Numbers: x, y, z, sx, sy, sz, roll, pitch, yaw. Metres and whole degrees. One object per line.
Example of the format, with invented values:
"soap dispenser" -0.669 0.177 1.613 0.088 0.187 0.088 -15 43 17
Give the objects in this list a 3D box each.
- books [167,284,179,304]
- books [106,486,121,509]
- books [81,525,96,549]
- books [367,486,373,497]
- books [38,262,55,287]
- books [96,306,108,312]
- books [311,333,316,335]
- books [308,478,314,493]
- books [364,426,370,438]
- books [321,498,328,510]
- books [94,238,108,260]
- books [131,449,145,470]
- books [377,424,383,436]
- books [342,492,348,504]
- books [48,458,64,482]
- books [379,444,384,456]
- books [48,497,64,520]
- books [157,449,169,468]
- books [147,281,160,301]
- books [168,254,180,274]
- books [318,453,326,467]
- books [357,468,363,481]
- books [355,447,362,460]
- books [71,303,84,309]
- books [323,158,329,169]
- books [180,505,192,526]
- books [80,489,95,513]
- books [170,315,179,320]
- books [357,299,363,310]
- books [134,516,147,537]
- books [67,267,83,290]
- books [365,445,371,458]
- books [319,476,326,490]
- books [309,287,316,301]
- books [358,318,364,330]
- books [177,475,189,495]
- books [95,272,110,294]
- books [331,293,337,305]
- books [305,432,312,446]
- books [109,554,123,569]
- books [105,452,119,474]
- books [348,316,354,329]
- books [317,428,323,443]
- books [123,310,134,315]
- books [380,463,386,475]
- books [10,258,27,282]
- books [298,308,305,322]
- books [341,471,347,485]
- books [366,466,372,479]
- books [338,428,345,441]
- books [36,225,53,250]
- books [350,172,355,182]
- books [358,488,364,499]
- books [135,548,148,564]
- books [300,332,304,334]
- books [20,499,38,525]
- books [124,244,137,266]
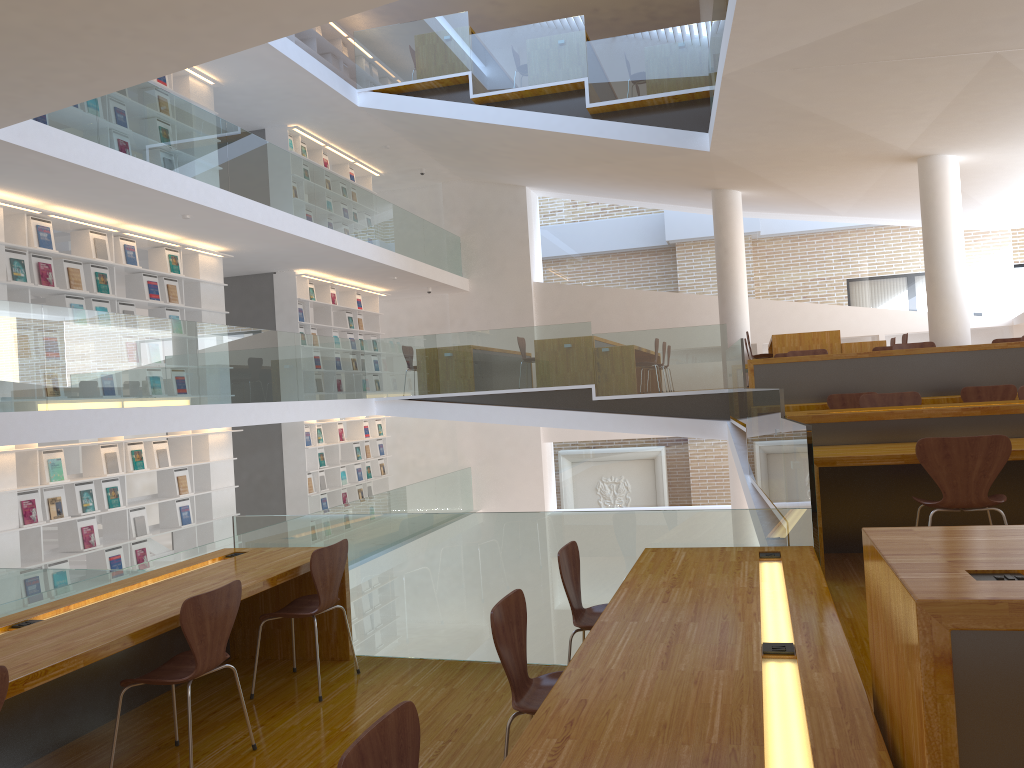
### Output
"books" -3.668 -0.968 9.592 0.037 0.210 0.145 -4 -1 15
"books" -3.827 1.094 8.516 0.037 0.210 0.145 -4 -1 15
"books" -3.903 1.417 8.177 0.037 0.210 0.145 -4 -1 15
"books" -2.283 1.752 14.258 0.037 0.210 0.145 -4 -1 15
"books" -4.137 -0.970 7.875 0.037 0.210 0.145 -4 -1 15
"books" -3.937 -0.639 8.533 0.037 0.210 0.145 -4 -1 15
"books" -2.847 -0.630 12.760 0.037 0.210 0.145 -4 -1 15
"books" -2.823 1.417 12.370 0.037 0.210 0.145 -4 -1 15
"books" -2.340 0.778 14.289 0.037 0.210 0.145 -4 -1 15
"books" -2.693 1.745 12.757 0.037 0.210 0.145 -4 -1 15
"books" -3.967 -1.298 8.564 0.037 0.210 0.145 -4 -1 15
"books" -3.747 0.765 8.886 0.037 0.210 0.145 -4 -1 15
"books" -2.199 0.773 14.807 0.037 0.210 0.145 -4 -1 15
"books" -2.522 1.749 13.396 0.037 0.210 0.145 -4 -1 15
"books" -4.033 0.765 7.842 0.037 0.210 0.145 -4 -1 15
"books" -2.176 1.108 14.800 0.037 0.210 0.145 -4 -1 15
"books" -4.027 1.107 7.830 0.037 0.210 0.145 -4 -1 15
"books" -3.644 0.785 9.261 0.037 0.210 0.145 -4 -1 15
"books" -3.752 -0.971 9.287 0.037 0.210 0.145 -4 -1 15
"books" -3.672 -1.298 9.645 0.037 0.210 0.145 -4 -1 15
"books" -2.734 1.096 12.758 0.037 0.210 0.145 -4 -1 15
"books" -2.391 1.428 13.939 0.037 0.210 0.145 -4 -1 15
"books" -2.413 1.092 13.946 0.037 0.210 0.145 -4 -1 15
"books" -4.019 -0.637 8.219 0.037 0.210 0.145 -4 -1 15
"books" -2.822 -3.315 13.478 0.037 0.210 0.145 -4 -1 15
"books" -3.520 1.422 9.566 0.037 0.210 0.145 -4 -1 15
"books" -3.921 1.084 8.192 0.037 0.210 0.145 -4 -1 15
"books" -3.642 -0.637 9.601 0.037 0.210 0.145 -4 -1 15
"books" -2.461 -1.270 14.322 0.037 0.210 0.145 -4 -1 15
"books" -3.711 1.431 8.863 0.037 0.210 0.145 -4 -1 15
"books" -4.046 -0.968 8.210 0.037 0.210 0.145 -4 -1 15
"books" -2.321 1.092 14.283 0.037 0.210 0.145 -4 -1 15
"books" -2.719 1.426 12.738 0.037 0.210 0.145 -4 -1 15
"books" -2.883 -1.285 12.781 0.037 0.210 0.145 -4 -1 15
"books" -2.443 -0.956 14.316 0.037 0.210 0.145 -4 -1 15
"books" -3.547 1.095 9.556 0.037 0.210 0.145 -4 -1 15
"books" -3.949 -0.968 8.552 0.037 0.210 0.145 -4 -1 15
"books" -2.701 -1.270 13.445 0.037 0.210 0.145 -4 -1 15
"books" -2.854 0.775 12.396 0.037 0.210 0.145 -4 -1 15
"books" -3.793 1.751 8.502 0.037 0.210 0.145 -4 -1 15
"books" -3.845 0.765 8.528 0.037 0.210 0.145 -4 -1 15
"books" -2.535 -0.956 13.979 0.037 0.210 0.145 -4 -1 15
"books" -2.765 0.742 12.742 0.037 0.210 0.145 -4 -1 15
"books" -3.833 -0.632 8.899 0.037 0.210 0.145 -4 -1 15
"books" -2.155 1.433 14.799 0.037 0.210 0.145 -4 -1 15
"books" -4.219 -0.965 7.582 0.037 0.210 0.145 -4 -1 15
"books" -2.959 -0.957 12.416 0.037 0.210 0.145 -4 -1 15
"books" -2.541 1.422 13.402 0.037 0.210 0.145 -4 -1 15
"books" -2.302 1.428 14.263 0.037 0.210 0.145 -4 -1 15
"books" -2.579 0.778 13.412 0.037 0.210 0.145 -4 -1 15
"books" -4.154 -1.300 7.882 0.037 0.210 0.145 -4 -1 15
"books" -2.583 -3.316 14.354 0.037 0.210 0.145 -4 -1 15
"books" -2.370 1.752 13.938 0.037 0.210 0.145 -4 -1 15
"books" -3.696 1.752 8.857 0.037 0.210 0.145 -4 -1 15
"books" -2.941 -0.620 12.404 0.037 0.210 0.145 -4 -1 15
"books" -4.099 1.091 7.533 0.037 0.210 0.145 -4 -1 15
"books" -3.856 -1.300 8.970 0.037 0.210 0.145 -4 -1 15
